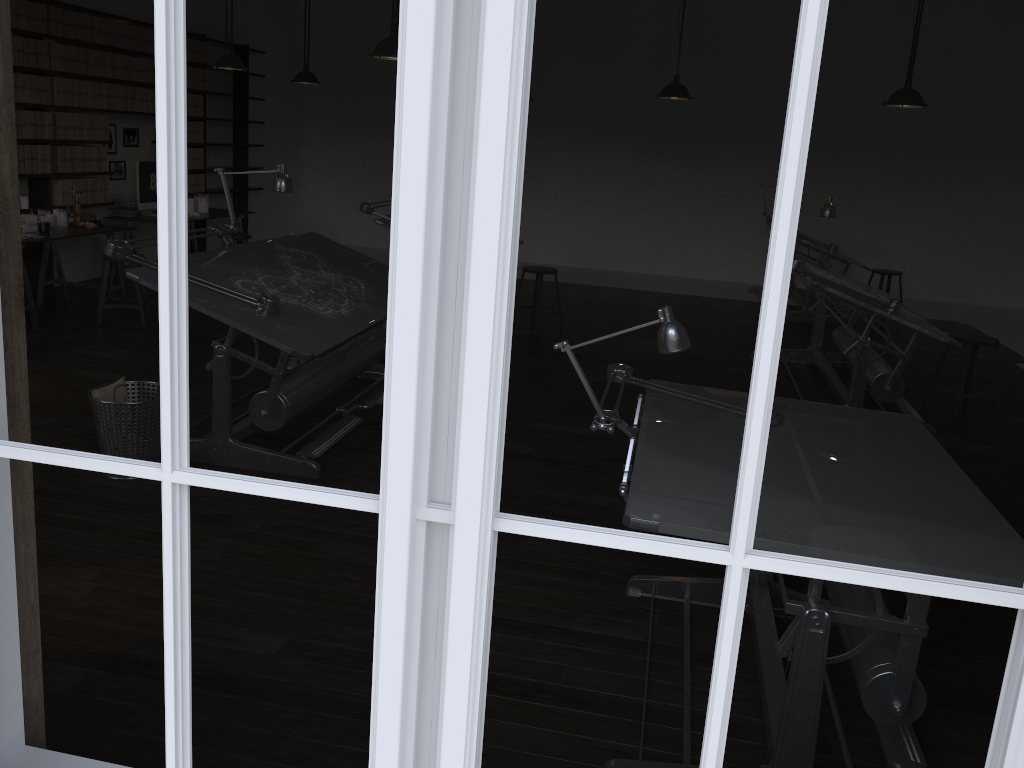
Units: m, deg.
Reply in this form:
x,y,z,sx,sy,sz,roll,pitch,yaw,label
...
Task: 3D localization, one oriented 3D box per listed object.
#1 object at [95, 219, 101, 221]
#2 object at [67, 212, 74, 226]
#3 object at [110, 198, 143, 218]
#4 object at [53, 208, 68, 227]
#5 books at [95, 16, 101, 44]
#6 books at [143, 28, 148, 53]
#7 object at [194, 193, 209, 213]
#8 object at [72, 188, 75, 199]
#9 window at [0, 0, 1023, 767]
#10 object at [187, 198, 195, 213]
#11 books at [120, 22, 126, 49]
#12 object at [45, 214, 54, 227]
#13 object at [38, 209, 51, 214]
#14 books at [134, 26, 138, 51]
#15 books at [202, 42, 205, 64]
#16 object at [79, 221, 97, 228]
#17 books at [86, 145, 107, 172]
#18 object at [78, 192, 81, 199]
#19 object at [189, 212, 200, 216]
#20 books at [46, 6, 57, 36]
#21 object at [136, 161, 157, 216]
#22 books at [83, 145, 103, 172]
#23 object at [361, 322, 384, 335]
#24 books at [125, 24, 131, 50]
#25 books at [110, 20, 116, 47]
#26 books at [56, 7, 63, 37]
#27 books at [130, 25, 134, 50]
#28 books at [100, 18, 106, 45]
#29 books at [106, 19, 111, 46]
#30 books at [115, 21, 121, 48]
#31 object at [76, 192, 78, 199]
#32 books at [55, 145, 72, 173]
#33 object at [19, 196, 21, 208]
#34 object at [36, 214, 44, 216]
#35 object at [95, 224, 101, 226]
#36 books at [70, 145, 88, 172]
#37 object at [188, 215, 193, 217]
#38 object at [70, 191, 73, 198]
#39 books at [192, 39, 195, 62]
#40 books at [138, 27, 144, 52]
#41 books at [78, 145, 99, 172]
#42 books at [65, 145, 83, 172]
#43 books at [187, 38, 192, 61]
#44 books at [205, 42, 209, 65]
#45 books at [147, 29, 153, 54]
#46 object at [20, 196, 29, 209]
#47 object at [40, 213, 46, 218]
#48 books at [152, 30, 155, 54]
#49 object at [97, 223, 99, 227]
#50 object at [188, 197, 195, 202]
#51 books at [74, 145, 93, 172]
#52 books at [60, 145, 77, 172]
x,y,z,sx,sy,sz,roll,pitch,yaw,label
-3.515,-1.379,7.518,0.049,0.037,0.049,8,15,13,object
-3.626,-1.355,7.271,0.049,0.110,0.050,7,13,13,object
-3.553,-1.619,8.168,0.204,0.159,0.287,5,15,2,object
-3.676,-1.356,7.211,0.104,0.140,0.106,8,14,17,object
-3.670,-3.072,7.688,0.175,0.223,0.067,7,13,10,books
-3.539,-3.247,8.366,0.175,0.223,0.067,7,13,10,books
-3.193,-1.856,9.102,0.145,0.194,0.145,0,14,-17,object
-3.633,-1.522,7.363,0.007,0.212,0.055,8,13,16,object
-0.037,-0.439,0.868,1.484,2.470,0.155,7,13,10,window
-3.255,-1.799,8.948,0.095,0.143,0.095,14,16,35,object
-3.599,-3.159,8.028,0.175,0.223,0.067,7,13,10,books
-3.712,-1.312,7.112,0.062,0.093,0.062,-3,15,-29,object
-3.791,-1.351,7.185,0.094,0.126,0.096,6,14,6,object
-3.567,-3.210,8.223,0.175,0.223,0.067,7,13,10,books
-3.342,-3.507,9.371,0.174,0.223,0.067,7,13,10,books
-3.479,-1.312,7.270,0.132,0.050,0.199,-1,16,-19,object
-3.738,-2.025,7.966,0.175,0.223,0.067,7,13,10,books
-3.627,-1.515,7.382,0.071,0.184,0.008,-6,16,-37,object
-3.140,-1.683,8.760,0.106,0.028,0.059,6,15,6,object
-3.779,-2.933,7.151,0.175,0.223,0.067,7,13,10,books
-3.413,-1.871,8.464,0.204,0.512,0.650,6,14,10,object
-3.752,-2.010,7.905,0.175,0.223,0.067,7,13,10,books
-1.110,-0.590,7.124,0.354,0.373,0.355,12,16,31,object
-3.585,-3.177,8.098,0.175,0.223,0.067,7,13,10,books
-3.633,-3.125,7.893,0.174,0.223,0.067,7,13,10,books
-3.759,-2.951,7.221,0.175,0.223,0.067,7,13,10,books
-3.578,-3.194,8.159,0.175,0.223,0.067,7,13,10,books
-3.654,-3.089,7.757,0.175,0.223,0.067,7,13,10,books
-3.644,-3.107,7.825,0.175,0.223,0.067,7,13,10,books
-3.616,-3.142,7.959,0.174,0.223,0.067,7,13,10,books
-3.620,-1.511,7.381,0.022,0.178,0.005,11,14,29,object
-3.828,-1.904,7.499,0.175,0.223,0.067,7,13,10,books
-3.930,-1.461,7.106,0.063,0.093,0.063,16,18,40,object
-3.765,-1.304,7.066,0.063,0.092,0.064,-7,17,-38,object
-3.446,-1.322,7.371,0.157,0.006,0.006,13,16,30,object
-3.792,-1.959,7.708,0.174,0.223,0.067,7,13,10,books
-3.186,-1.596,8.460,0.119,0.017,0.444,6,15,5,object
-3.645,-1.515,7.374,0.053,0.180,0.006,-5,16,-37,object
-3.374,-3.454,9.170,0.175,0.223,0.067,7,13,10,books
-3.548,-3.228,8.293,0.175,0.223,0.067,7,13,10,books
-3.760,-1.992,7.841,0.175,0.223,0.067,7,13,10,books
-3.801,-1.941,7.640,0.174,0.223,0.067,7,13,10,books
-3.388,-3.437,9.101,0.175,0.223,0.067,7,13,10,books
-3.325,-3.524,9.437,0.174,0.223,0.067,7,13,10,books
-3.521,-3.264,8.434,0.174,0.223,0.067,7,13,10,books
-3.886,-1.445,7.058,0.062,0.094,0.062,16,18,40,object
-3.773,-1.320,7.122,0.044,0.100,0.045,6,13,10,object
-3.512,-3.282,8.503,0.174,0.223,0.067,7,13,10,books
-3.450,-1.327,7.376,0.011,0.017,0.173,-1,16,-21,object
-3.276,-1.825,9.038,0.068,0.153,0.068,1,13,-13,object
-3.779,-1.976,7.777,0.175,0.223,0.067,7,13,10,books
-3.819,-1.923,7.572,0.175,0.223,0.067,7,13,10,books
